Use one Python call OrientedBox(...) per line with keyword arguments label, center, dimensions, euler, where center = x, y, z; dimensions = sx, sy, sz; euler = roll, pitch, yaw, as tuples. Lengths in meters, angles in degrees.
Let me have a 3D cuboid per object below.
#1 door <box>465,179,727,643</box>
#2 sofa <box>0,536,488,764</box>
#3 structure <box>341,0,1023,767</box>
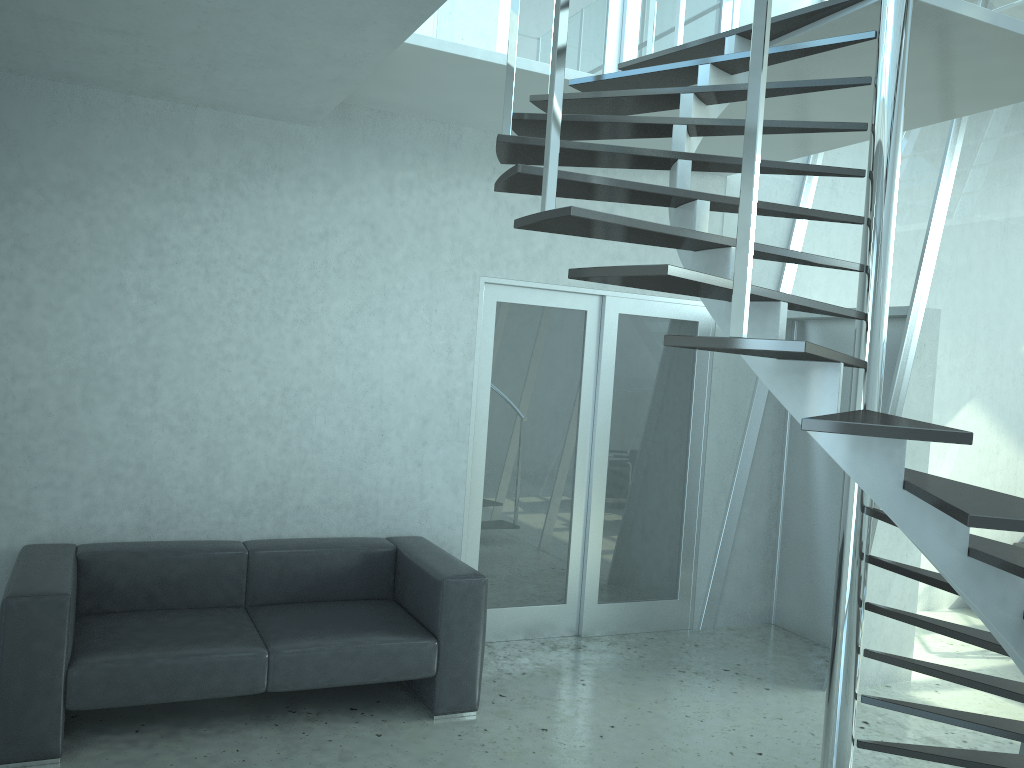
OrientedBox(label="door", center=(0.786, 0.163, 6.080), dimensions=(1.162, 3.200, 2.576), euler=(5, 1, 23))
OrientedBox(label="sofa", center=(-1.207, 1.127, 4.119), dimensions=(2.025, 0.652, 0.943), euler=(3, 1, -25))
OrientedBox(label="structure", center=(0.923, -0.444, 3.473), dimensions=(2.655, 4.156, 3.780), euler=(3, 1, -25))
